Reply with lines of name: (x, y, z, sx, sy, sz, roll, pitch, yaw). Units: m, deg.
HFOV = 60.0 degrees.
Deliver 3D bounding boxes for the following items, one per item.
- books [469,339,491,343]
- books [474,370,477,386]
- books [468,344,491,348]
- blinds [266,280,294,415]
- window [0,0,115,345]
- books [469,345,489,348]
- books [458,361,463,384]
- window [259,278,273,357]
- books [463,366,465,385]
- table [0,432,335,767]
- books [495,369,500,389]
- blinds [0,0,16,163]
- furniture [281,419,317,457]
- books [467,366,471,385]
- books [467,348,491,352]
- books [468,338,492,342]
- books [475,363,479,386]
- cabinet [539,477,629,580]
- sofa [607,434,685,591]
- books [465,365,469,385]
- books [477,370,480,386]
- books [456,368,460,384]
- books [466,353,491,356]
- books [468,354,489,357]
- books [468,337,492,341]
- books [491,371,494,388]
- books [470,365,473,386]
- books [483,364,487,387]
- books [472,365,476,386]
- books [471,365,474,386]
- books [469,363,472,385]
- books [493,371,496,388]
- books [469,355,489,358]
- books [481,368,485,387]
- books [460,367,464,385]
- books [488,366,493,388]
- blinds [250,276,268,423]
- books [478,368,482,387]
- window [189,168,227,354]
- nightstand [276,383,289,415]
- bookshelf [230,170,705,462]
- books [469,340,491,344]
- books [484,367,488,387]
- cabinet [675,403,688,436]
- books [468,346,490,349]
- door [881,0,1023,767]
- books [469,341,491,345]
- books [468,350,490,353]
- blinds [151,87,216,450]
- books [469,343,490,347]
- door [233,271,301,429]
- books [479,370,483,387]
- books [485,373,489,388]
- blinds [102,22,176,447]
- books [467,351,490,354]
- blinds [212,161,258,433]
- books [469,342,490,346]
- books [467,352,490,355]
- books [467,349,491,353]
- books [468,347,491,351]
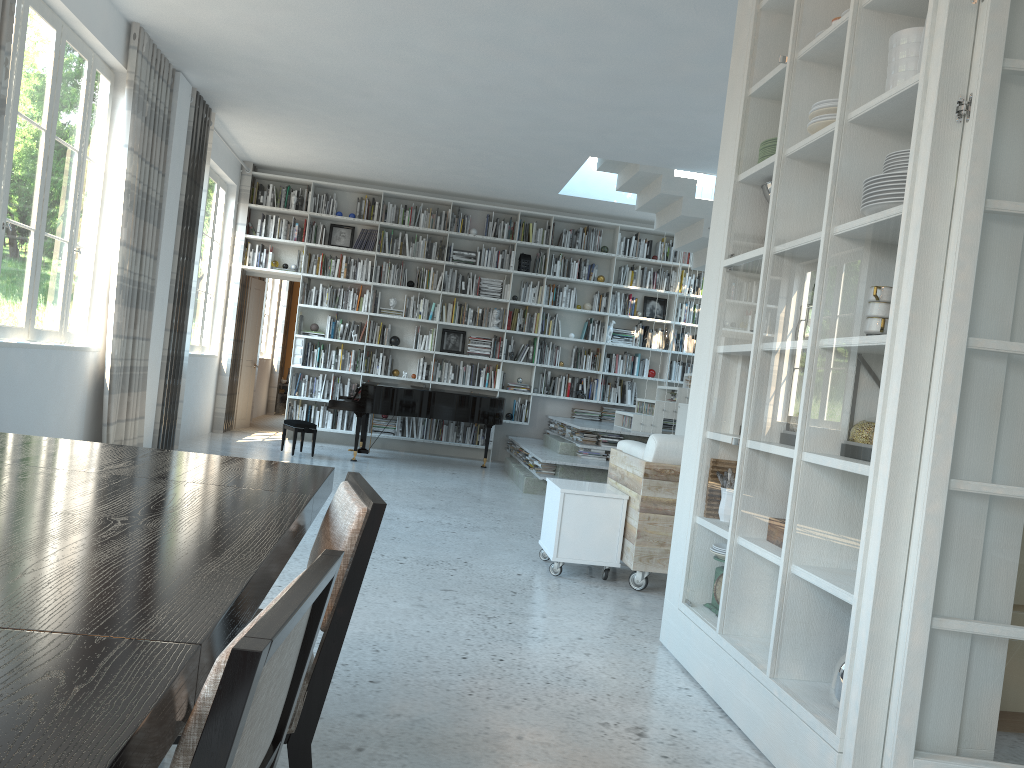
books: (-0.401, -0.535, 11.075, 0.254, 0.012, 0.161, 7, 0, -11)
books: (-0.462, -0.076, 11.088, 0.021, 0.203, 0.128, 7, 1, -7)
books: (-0.407, -0.474, 11.074, 0.285, 0.012, 0.159, 7, 0, -2)
blinds: (-3.801, -1.105, 14.799, 0.140, 3.232, 0.776, 7, 1, -7)
window: (-18.574, -10.557, 12.797, 32.806, 18.544, 18.526, 7, 1, -3)
books: (-0.409, -0.462, 11.074, 0.254, 0.012, 0.161, 7, 0, -12)
books: (-0.646, -0.142, 11.060, 0.026, 0.292, 0.152, 7, 1, -7)
window: (-3.769, -1.391, 13.339, 0.073, 2.009, 1.982, 7, 1, -7)
books: (-0.598, -0.109, 11.068, 0.031, 0.237, 0.159, 7, 1, -7)
table: (-0.963, 0.562, 1.401, 1.086, 0.736, 2.198, 7, 0, -7)
books: (-0.185, -0.064, 11.097, 0.033, 0.246, 0.176, 7, 1, -7)
blinds: (-2.557, -0.923, 4.098, 0.132, 3.262, 0.722, 7, 1, -7)
furniture: (-2.229, 0.555, 9.267, 0.240, 0.353, 0.467, 6, 1, -32)
books: (-0.543, -0.107, 11.063, 0.026, 0.245, 0.191, 7, 1, -7)
books: (-0.414, -0.427, 11.084, 0.285, 0.012, 0.159, 7, 0, -6)
books: (-0.400, -0.547, 11.079, 0.285, 0.012, 0.159, 7, 0, -5)
books: (-0.439, -0.120, 11.079, 0.012, 0.296, 0.177, 7, 1, -7)
cabinet: (0.391, 0.824, 5.052, 0.380, 0.487, 0.502, 7, 1, -7)
sofa: (1.696, 0.794, 5.179, 2.195, 0.854, 0.871, 7, 1, -7)
books: (-0.571, -0.115, 11.086, 0.025, 0.254, 0.136, 7, 1, -7)
books: (-0.426, -0.073, 11.079, 0.024, 0.207, 0.183, 7, 1, -7)
books: (-0.675, -0.098, 11.045, 0.023, 0.196, 0.165, 7, 1, -7)
books: (-0.421, -0.368, 11.075, 0.285, 0.012, 0.159, 7, 0, -12)
books: (-0.423, -0.356, 11.083, 0.254, 0.012, 0.161, 7, 0, -5)
books: (-0.397, -0.559, 11.072, 0.285, 0.012, 0.159, 7, 0, -12)
books: (-0.246, -0.054, 11.095, 0.042, 0.212, 0.169, 7, 1, -7)
books: (-0.513, -0.106, 11.084, 0.011, 0.251, 0.158, 7, 1, -7)
books: (-0.344, -0.107, 11.098, 0.014, 0.294, 0.137, 7, 1, -7)
books: (-0.481, -0.109, 11.070, 0.028, 0.264, 0.161, 7, 1, -7)
books: (-0.501, -0.110, 11.074, 0.010, 0.261, 0.181, 7, 1, -7)
books: (-0.524, -0.125, 11.088, 0.014, 0.286, 0.134, 7, 1, -7)
books: (-0.220, -0.053, 11.099, 0.011, 0.216, 0.166, 7, 1, -7)
books: (-0.424, -0.344, 11.079, 0.254, 0.012, 0.161, 7, 0, -11)
books: (-0.364, -0.080, 11.085, 0.023, 0.234, 0.174, 7, 1, -7)
books: (-0.626, -0.104, 11.073, 0.025, 0.220, 0.140, 7, 1, -7)
books: (-0.278, -0.088, 11.101, 0.026, 0.272, 0.175, 7, 1, -7)
blinds: (-3.484, -1.053, 12.026, 0.140, 3.232, 0.776, 7, 1, -7)
books: (-0.407, -0.085, 11.092, 0.014, 0.235, 0.154, 7, 1, -7)
window: (-3.317, -1.317, 9.399, 0.073, 2.009, 1.982, 7, 1, -7)
nightstand: (-3.996, 0.231, 14.944, 0.650, 0.518, 0.430, 7, 1, -4)
bookshelf: (-0.308, -0.602, 11.025, 6.298, 3.143, 0.330, 7, 1, -7)
books: (-0.402, -0.523, 11.078, 0.254, 0.012, 0.161, 7, 0, -10)
books: (-0.333, -0.087, 11.108, 0.014, 0.256, 0.145, 7, 1, -7)
cabinet: (2.042, 0.571, 9.023, 0.551, 0.668, 0.992, 7, 1, -7)
books: (-0.410, -0.451, 11.074, 0.285, 0.012, 0.159, 7, 0, -2)
door: (1.451, 0.083, 2.154, 0.839, 2.228, 0.067, 7, 1, 3)
books: (-0.404, -0.511, 11.076, 0.254, 0.012, 0.161, 7, 0, -11)
books: (-0.416, -0.404, 11.075, 0.254, 0.012, 0.161, 7, 0, -12)
blinds: (-3.032, -0.980, 8.083, 0.140, 3.232, 0.776, 7, 1, -7)
books: (-0.406, -0.487, 11.078, 0.254, 0.012, 0.161, 7, 0, -4)
door: (-3.137, -0.376, 11.327, 0.834, 1.981, 0.786, 7, 1, -7)
books: (-0.389, -0.068, 11.082, 0.023, 0.204, 0.167, 7, 1, -7)
books: (-0.316, -0.048, 11.086, 0.023, 0.183, 0.169, 7, 1, -7)
blinds: (-2.873, -0.974, 6.760, 0.183, 3.262, 1.025, 7, 1, -7)
books: (-0.418, -0.392, 11.075, 0.285, 0.012, 0.159, 7, 0, -2)
blinds: (-3.350, -1.032, 10.856, 0.140, 3.232, 0.776, 7, 1, -7)
books: (-0.405, -0.499, 11.078, 0.254, 0.012, 0.161, 7, 0, -10)
books: (-0.420, -0.380, 11.085, 0.285, 0.012, 0.159, 7, 0, -8)
books: (-0.416, -0.415, 11.087, 0.285, 0.012, 0.159, 7, 0, -7)
books: (-0.413, -0.439, 11.081, 0.285, 0.012, 0.159, 7, 0, -5)
